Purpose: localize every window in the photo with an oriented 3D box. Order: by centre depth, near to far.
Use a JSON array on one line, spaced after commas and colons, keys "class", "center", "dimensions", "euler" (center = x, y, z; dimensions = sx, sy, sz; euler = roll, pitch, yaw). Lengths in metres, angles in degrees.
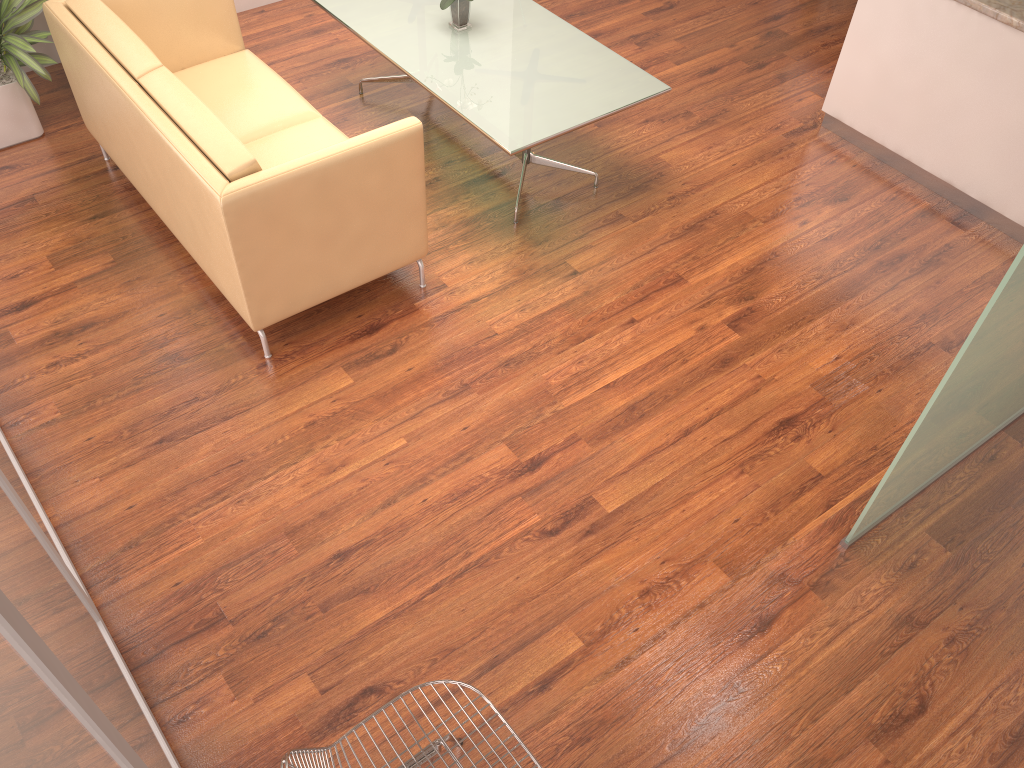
[{"class": "window", "center": [-0.662, 0.261, 1.130], "dimensions": [0.061, 3.440, 8.329], "euler": [-30, 57, -25]}]

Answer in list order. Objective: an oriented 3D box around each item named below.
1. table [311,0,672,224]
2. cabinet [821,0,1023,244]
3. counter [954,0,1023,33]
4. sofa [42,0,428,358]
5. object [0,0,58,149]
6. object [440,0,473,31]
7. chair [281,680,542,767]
[{"class": "table", "center": [-0.209, -1.536, 4.565], "dimensions": [0.921, 0.588, 1.820], "euler": [-30, 57, -25]}, {"class": "cabinet", "center": [4.017, -2.567, 4.433], "dimensions": [4.160, 2.388, 1.861], "euler": [-28, 56, -24]}, {"class": "counter", "center": [3.162, -2.976, 4.199], "dimensions": [3.006, 1.415, 3.129], "euler": [-29, 57, -24]}, {"class": "sofa", "center": [-1.229, -1.098, 3.963], "dimensions": [0.861, 0.879, 1.753], "euler": [-30, 57, -25]}, {"class": "object", "center": [-2.687, -2.103, 3.887], "dimensions": [0.960, 2.206, 1.037], "euler": [-13, 51, -14]}, {"class": "object", "center": [-0.217, -1.996, 4.162], "dimensions": [0.362, 0.618, 0.291], "euler": [-34, 58, -27]}, {"class": "chair", "center": [-0.205, 1.031, 2.165], "dimensions": [0.550, 0.944, 0.528], "euler": [-29, 56, -25]}]
